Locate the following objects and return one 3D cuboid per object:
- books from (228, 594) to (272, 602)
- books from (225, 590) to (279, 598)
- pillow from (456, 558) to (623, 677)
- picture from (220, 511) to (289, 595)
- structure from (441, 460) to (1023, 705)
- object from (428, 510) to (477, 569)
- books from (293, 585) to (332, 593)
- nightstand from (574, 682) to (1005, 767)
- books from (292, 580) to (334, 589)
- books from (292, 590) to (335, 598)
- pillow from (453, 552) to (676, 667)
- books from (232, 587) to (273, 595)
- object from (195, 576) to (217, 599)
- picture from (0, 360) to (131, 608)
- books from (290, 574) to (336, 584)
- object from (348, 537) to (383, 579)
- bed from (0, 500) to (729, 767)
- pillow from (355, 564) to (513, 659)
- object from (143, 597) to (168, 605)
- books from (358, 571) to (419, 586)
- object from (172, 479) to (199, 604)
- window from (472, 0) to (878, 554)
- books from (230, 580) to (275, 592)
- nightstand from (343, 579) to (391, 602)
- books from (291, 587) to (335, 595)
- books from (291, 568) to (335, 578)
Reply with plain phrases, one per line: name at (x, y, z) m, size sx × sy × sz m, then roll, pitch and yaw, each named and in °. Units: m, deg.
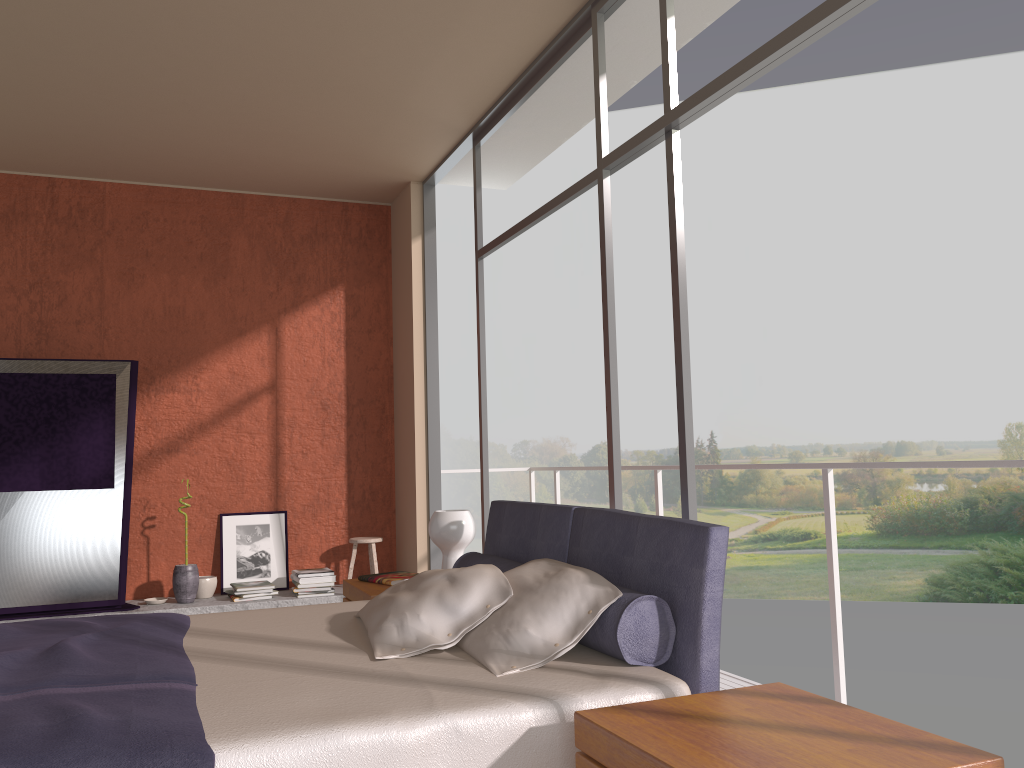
books at (-1.751, 1.417, 5.926) m, size 0.247 × 0.025 × 0.287 m, roll 1°, pitch -6°, yaw -25°
books at (-1.742, 1.395, 5.940) m, size 0.247 × 0.018 × 0.328 m, roll 2°, pitch -6°, yaw -37°
pillow at (0.018, 0.697, 2.729) m, size 0.400 × 0.265 × 0.791 m, roll 0°, pitch -5°, yaw -19°
picture at (-1.809, 1.180, 6.235) m, size 0.458 × 0.550 × 0.117 m, roll 0°, pitch -6°, yaw -22°
structure at (1.254, 0.757, 2.828) m, size 0.728 × 1.005 × 7.689 m, roll 0°, pitch -6°, yaw -22°
object at (-0.275, 0.760, 4.128) m, size 0.224 × 0.338 × 0.224 m, roll -1°, pitch -5°, yaw -10°
books at (-1.355, 1.381, 6.038) m, size 0.247 × 0.025 × 0.287 m, roll -1°, pitch -5°, yaw -11°
nightstand at (0.521, 0.978, 1.765) m, size 0.562 × 0.556 × 0.628 m, roll 0°, pitch -6°, yaw -22°
books at (-1.359, 1.356, 6.059) m, size 0.247 × 0.027 × 0.328 m, roll 0°, pitch -5°, yaw -20°
books at (-1.357, 1.422, 6.053) m, size 0.247 × 0.018 × 0.328 m, roll 0°, pitch -5°, yaw -20°
pillow at (0.103, 0.733, 3.055) m, size 0.205 × 0.201 × 1.470 m, roll 0°, pitch -6°, yaw -22°
books at (-1.735, 1.372, 5.930) m, size 0.247 × 0.025 × 0.287 m, roll 0°, pitch -5°, yaw -20°
object at (-2.087, 1.377, 5.994) m, size 0.179 × 0.137 × 0.180 m, roll -1°, pitch -5°, yaw -9°
picture at (-2.963, 0.594, 5.439) m, size 1.129 × 1.496 × 0.126 m, roll 0°, pitch -6°, yaw -22°
books at (-1.360, 1.323, 6.062) m, size 0.247 × 0.038 × 0.319 m, roll 1°, pitch -6°, yaw -24°
object at (-1.031, 1.278, 6.350) m, size 0.260 × 0.349 × 0.257 m, roll -5°, pitch -6°, yaw 37°
bed at (-0.855, 0.903, 2.667) m, size 2.462 × 0.959 × 2.017 m, roll 0°, pitch -6°, yaw -22°
pillow at (-0.286, 0.738, 2.990) m, size 0.431 × 0.264 × 0.869 m, roll 0°, pitch -5°, yaw -14°
object at (-2.318, 1.420, 5.773) m, size 0.152 × 0.040 × 0.152 m, roll -3°, pitch -5°, yaw 13°
books at (-0.566, 0.943, 4.310) m, size 0.247 × 0.025 × 0.287 m, roll 3°, pitch -7°, yaw -41°
object at (-2.140, 1.025, 5.823) m, size 0.165 × 0.810 × 0.165 m, roll -2°, pitch -5°, yaw 1°
window at (0.927, -0.244, 2.587) m, size 0.075 × 3.133 × 6.106 m, roll 0°, pitch -6°, yaw -22°
books at (-1.738, 1.351, 5.936) m, size 0.247 × 0.018 × 0.328 m, roll 1°, pitch -6°, yaw -25°
nightstand at (-0.458, 1.223, 4.204) m, size 0.562 × 0.556 × 0.628 m, roll 0°, pitch -6°, yaw -22°
books at (-1.360, 1.405, 6.060) m, size 0.247 × 0.018 × 0.287 m, roll 1°, pitch -6°, yaw -22°
books at (-1.363, 1.293, 6.070) m, size 0.247 × 0.025 × 0.287 m, roll 1°, pitch -6°, yaw -22°
